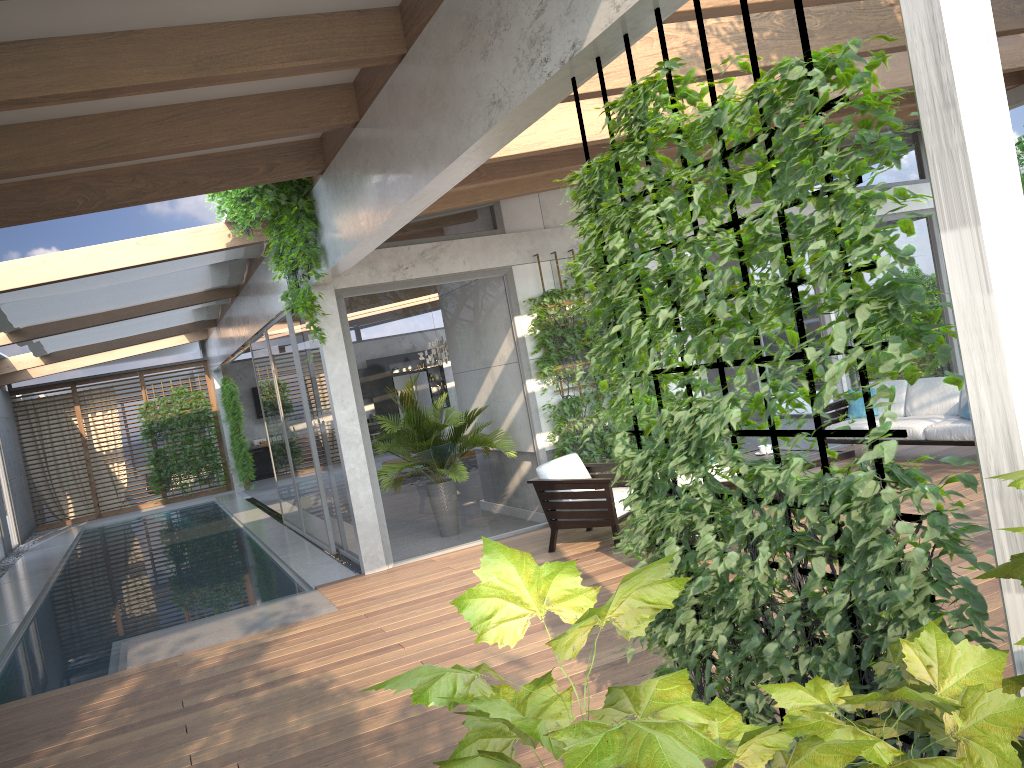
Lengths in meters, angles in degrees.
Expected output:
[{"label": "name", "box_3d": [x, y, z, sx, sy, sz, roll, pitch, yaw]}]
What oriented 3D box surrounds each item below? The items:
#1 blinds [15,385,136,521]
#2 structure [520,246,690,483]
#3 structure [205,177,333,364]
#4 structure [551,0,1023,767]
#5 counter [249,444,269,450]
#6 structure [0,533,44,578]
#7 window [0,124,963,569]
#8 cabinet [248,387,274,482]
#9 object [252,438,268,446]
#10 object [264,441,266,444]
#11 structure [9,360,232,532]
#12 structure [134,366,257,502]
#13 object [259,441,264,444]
[{"label": "blinds", "box_3d": [-9.716, 1.597, 19.845, 2.087, 2.898, 0.692, -11, 1, -19]}, {"label": "structure", "box_3d": [1.042, -0.105, 9.195, 1.851, 2.669, 0.500, -11, 1, -22]}, {"label": "structure", "box_3d": [-2.132, -1.149, 7.927, 0.918, 2.054, 1.822, -11, 1, -25]}, {"label": "structure", "box_3d": [0.708, 0.108, 2.847, 0.500, 2.687, 1.807, -11, 1, -22]}, {"label": "counter", "box_3d": [-5.283, 1.359, 22.730, 3.805, 0.061, 0.607, -11, 1, -23]}, {"label": "structure", "box_3d": [-7.218, 2.790, 11.931, 0.477, 0.068, 13.673, -11, 1, -23]}, {"label": "window", "box_3d": [-2.052, -0.163, 16.511, 14.294, 3.764, 23.280, -11, 1, -23]}, {"label": "cabinet", "box_3d": [-4.423, 0.753, 23.144, 5.901, 2.502, 0.709, -11, 1, -24]}, {"label": "object", "box_3d": [-6.296, 1.455, 22.323, 0.381, 0.134, 0.590, -11, 2, -34]}, {"label": "object", "box_3d": [-6.187, 1.460, 22.201, 0.083, 0.057, 0.072, -9, 2, 43]}, {"label": "structure", "box_3d": [-8.782, 1.336, 19.865, 4.313, 3.079, 0.085, -11, 1, -23]}, {"label": "structure", "box_3d": [-6.573, 1.161, 15.558, 2.739, 2.687, 10.282, -11, 1, -6]}, {"label": "object", "box_3d": [-6.254, 1.459, 22.150, 0.086, 0.087, 0.090, -9, 2, 45]}]
